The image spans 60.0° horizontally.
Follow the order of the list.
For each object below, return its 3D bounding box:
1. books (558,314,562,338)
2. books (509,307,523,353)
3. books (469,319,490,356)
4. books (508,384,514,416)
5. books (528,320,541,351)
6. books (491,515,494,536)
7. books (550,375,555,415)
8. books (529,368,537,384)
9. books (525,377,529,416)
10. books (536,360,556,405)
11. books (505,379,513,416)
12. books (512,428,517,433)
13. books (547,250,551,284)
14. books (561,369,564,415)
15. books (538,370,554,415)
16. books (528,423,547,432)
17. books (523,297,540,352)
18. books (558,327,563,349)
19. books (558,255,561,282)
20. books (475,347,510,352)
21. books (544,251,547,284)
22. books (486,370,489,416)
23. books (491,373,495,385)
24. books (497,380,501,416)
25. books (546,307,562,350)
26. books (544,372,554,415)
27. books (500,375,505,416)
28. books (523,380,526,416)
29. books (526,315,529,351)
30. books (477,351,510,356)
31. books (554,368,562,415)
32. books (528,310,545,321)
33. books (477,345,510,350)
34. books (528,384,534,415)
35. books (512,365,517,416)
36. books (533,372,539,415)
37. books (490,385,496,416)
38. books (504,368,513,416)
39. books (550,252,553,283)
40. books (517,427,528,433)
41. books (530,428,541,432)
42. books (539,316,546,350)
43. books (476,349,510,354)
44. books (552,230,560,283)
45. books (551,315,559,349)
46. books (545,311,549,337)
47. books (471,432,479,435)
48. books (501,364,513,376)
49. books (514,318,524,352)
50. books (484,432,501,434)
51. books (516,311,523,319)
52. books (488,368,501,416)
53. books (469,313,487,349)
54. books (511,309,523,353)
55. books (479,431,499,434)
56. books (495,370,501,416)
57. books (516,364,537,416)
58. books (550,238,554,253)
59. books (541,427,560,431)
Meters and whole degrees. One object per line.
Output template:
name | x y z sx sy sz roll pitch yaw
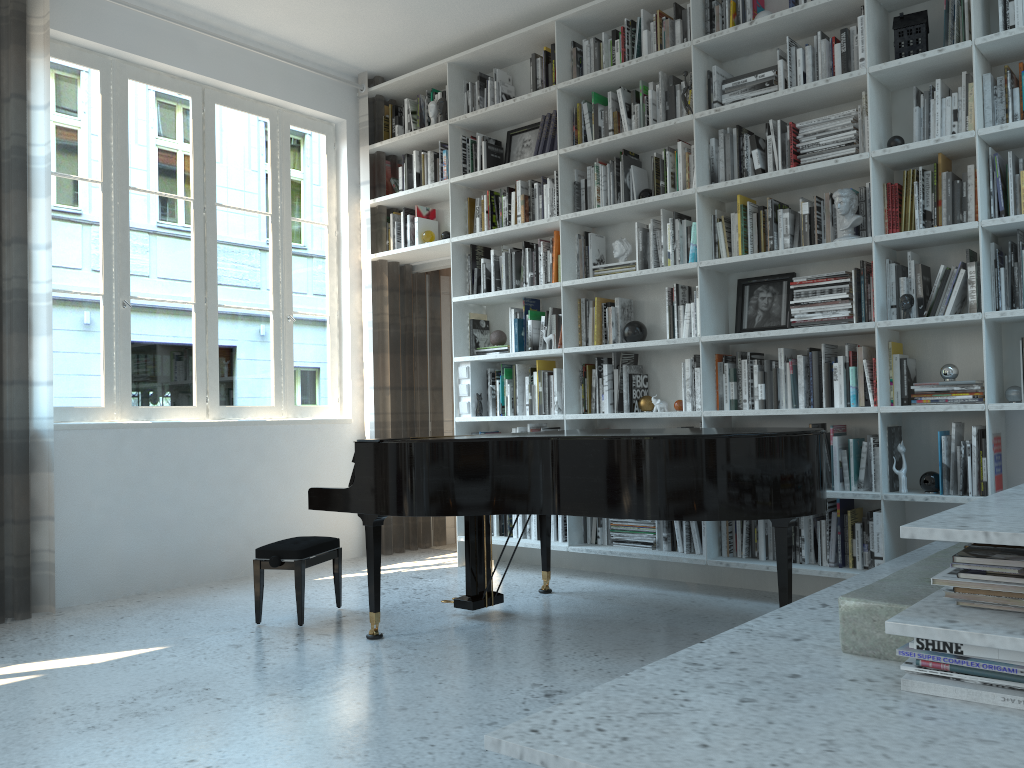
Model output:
books | 0.323 -0.294 5.129 0.027 0.209 0.143 -3 -2 40
books | 0.041 -0.316 5.366 0.012 0.285 0.159 -3 -2 40
books | -0.202 -0.281 5.573 0.028 0.243 0.156 -3 -2 40
books | 0.040 0.098 5.344 0.016 0.189 0.183 -3 -2 40
books | 0.166 -0.276 5.233 0.029 0.190 0.189 -3 -2 40
books | -0.065 0.791 5.429 0.013 0.261 0.174 -3 -2 40
books | 0.277 0.066 5.173 0.025 0.229 0.153 -3 -2 40
books | 0.156 0.045 5.262 0.014 0.282 0.150 -3 -2 40
books | 0.141 0.072 5.276 0.027 0.230 0.159 -3 -2 40
books | 0.208 0.022 5.217 0.021 0.322 0.172 -3 -2 40
books | 0.030 0.083 5.358 0.015 0.219 0.190 -3 -2 40
books | 0.060 0.416 5.356 0.027 0.299 0.142 -3 -2 40
books | 0.260 -0.663 5.200 0.021 0.220 0.148 -3 -2 40
books | 0.333 0.047 5.126 0.013 0.260 0.142 -3 -2 40
books | 0.222 0.052 5.194 0.028 0.260 0.181 -3 -2 40
books | 0.155 0.396 5.248 0.014 0.325 0.170 -3 -2 40
books | 0.121 -0.345 5.313 0.011 0.336 0.153 -3 -2 40
books | 0.356 -0.331 5.053 0.082 0.276 0.228 -3 -2 40
books | 0.324 -0.648 5.137 0.030 0.183 0.152 -3 -2 40
books | -0.075 -0.209 5.465 0.285 0.012 0.159 -3 -3 44
books | 0.245 -0.660 5.207 0.012 0.217 0.160 -3 -2 40
books | -0.100 0.059 5.497 0.008 0.285 0.159 -3 -2 40
books | -0.066 0.066 5.443 0.007 0.264 0.177 -3 -2 40
books | -0.027 0.088 5.407 0.015 0.217 0.180 -3 -2 40
books | 0.264 -0.313 5.175 0.060 0.255 0.158 -3 -2 40
books | 0.247 0.057 5.179 0.028 0.249 0.159 -3 -2 40
books | -0.007 0.073 5.382 0.009 0.244 0.184 -3 -2 40
books | 0.125 0.074 5.312 0.045 0.230 0.138 -3 -2 40
books | 0.141 -0.294 5.303 0.030 0.231 0.148 -3 -2 40
books | -0.070 -0.185 5.470 0.254 0.012 0.161 -3 -3 41
books | 0.308 0.045 5.122 0.021 0.265 0.185 -3 -2 40
books | 0.158 -0.305 5.257 0.011 0.250 0.172 -3 -2 40
books | -0.071 -0.221 5.471 0.254 0.012 0.161 -3 -3 41
books | 0.168 0.094 5.240 0.029 0.181 0.190 -3 -2 40
books | 0.071 0.040 5.318 0.019 0.300 0.180 -3 -2 40
books | 0.194 0.057 5.231 0.026 0.254 0.176 -3 -2 40
books | -0.066 0.103 5.421 0.019 0.189 0.193 -3 -2 40
books | 0.017 0.050 5.361 0.007 0.286 0.182 -3 -2 40
books | 0.278 -0.656 5.171 0.013 0.203 0.161 -3 -2 40
books | 0.082 0.410 5.314 0.039 0.307 0.172 -3 -2 40
books | 0.170 0.411 5.246 0.012 0.295 0.176 -3 -2 40
books | 0.220 -0.290 5.232 0.056 0.214 0.142 -3 -2 40
books | -0.073 -0.197 5.467 0.254 0.012 0.161 -3 -3 37
books | 0.295 -0.718 5.158 0.035 0.325 0.170 -3 -2 40
books | 0.295 -0.292 5.140 0.030 0.207 0.172 -3 -2 40
books | 0.245 -0.305 5.209 0.013 0.242 0.141 -3 -2 40
books | -0.183 0.439 5.525 0.011 0.277 0.189 -3 -2 40
books | -0.014 0.039 5.409 0.006 0.315 0.145 -3 -2 40
books | 0.085 -0.281 5.299 0.029 0.208 0.189 -3 -2 40
books | -0.117 0.439 5.506 0.010 0.273 0.150 -3 -2 40
books | 0.080 -0.303 5.341 0.031 0.255 0.143 -3 -2 40
books | -0.085 0.053 5.473 0.014 0.294 0.171 -3 -2 40
books | -0.211 -0.301 5.594 0.012 0.285 0.159 -3 -2 40
books | 0.054 -0.310 5.354 0.024 0.273 0.150 -3 -2 40
books | -0.154 0.435 5.511 0.052 0.283 0.172 -3 -2 40
books | -0.044 0.058 5.430 0.008 0.279 0.164 -3 -2 40
books | 0.091 0.037 5.317 0.012 0.306 0.189 -3 -2 40
books | 0.275 -0.699 5.193 0.015 0.292 0.144 -3 -2 40
books | 0.230 0.405 5.200 0.013 0.301 0.172 -3 -2 40
